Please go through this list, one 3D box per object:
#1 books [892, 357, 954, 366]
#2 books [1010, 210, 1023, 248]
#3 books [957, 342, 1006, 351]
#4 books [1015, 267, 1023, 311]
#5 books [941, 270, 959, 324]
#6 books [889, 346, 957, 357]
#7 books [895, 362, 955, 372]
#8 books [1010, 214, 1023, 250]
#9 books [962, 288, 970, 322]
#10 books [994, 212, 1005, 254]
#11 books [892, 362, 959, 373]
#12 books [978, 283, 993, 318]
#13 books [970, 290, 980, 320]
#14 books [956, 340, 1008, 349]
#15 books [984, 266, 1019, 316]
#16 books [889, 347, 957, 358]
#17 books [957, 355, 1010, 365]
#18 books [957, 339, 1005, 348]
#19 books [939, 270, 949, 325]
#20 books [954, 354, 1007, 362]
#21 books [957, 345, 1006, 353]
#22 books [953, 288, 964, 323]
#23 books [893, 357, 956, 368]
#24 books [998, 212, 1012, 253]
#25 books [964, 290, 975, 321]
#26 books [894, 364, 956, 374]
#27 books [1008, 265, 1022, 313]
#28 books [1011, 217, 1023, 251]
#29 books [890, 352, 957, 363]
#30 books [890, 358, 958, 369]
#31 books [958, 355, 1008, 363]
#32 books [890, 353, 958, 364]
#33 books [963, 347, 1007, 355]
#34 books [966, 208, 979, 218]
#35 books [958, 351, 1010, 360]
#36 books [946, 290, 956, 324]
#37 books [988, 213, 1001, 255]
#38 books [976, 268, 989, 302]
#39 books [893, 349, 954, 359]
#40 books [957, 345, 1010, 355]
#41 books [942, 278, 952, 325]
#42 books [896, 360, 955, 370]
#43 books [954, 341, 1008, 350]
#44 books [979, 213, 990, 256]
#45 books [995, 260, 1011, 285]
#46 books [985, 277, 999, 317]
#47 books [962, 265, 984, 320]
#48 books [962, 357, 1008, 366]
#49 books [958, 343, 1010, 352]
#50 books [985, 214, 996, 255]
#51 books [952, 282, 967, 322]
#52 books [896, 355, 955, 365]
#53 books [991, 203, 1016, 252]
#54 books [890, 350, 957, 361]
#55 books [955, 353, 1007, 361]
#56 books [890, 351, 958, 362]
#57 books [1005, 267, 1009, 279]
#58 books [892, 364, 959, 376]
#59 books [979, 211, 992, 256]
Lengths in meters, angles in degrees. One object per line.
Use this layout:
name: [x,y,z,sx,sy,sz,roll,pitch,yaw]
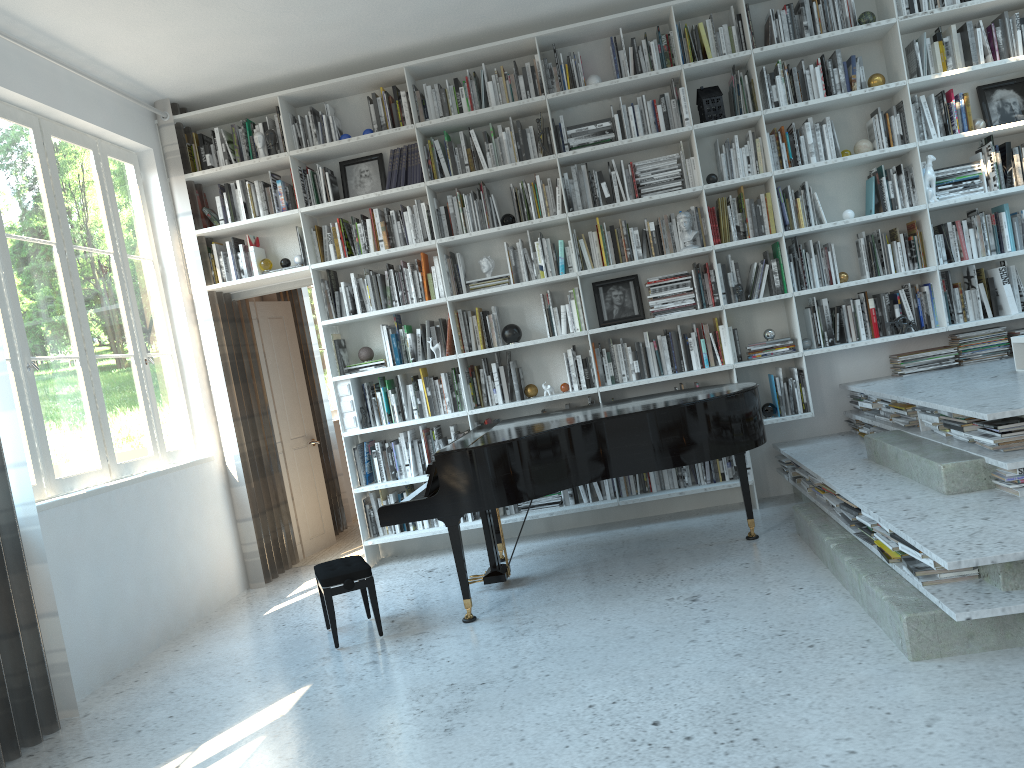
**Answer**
books: [2.548,-0.142,5.501,0.308,0.008,0.195,-10,2,7]
books: [3.085,-0.928,5.375,0.025,0.235,0.181,-10,2,7]
books: [2.870,-0.230,5.453,0.254,0.007,0.160,-10,2,8]
books: [3.079,-0.575,5.403,0.062,0.274,0.148,-10,2,7]
books: [2.695,-0.533,5.465,0.013,0.327,0.130,-10,2,7]
books: [2.539,-0.201,5.493,0.346,0.007,0.193,-10,2,9]
books: [2.551,-0.112,5.492,0.308,0.008,0.195,-10,2,11]
books: [3.057,-0.915,5.388,0.037,0.219,0.139,-10,2,7]
books: [2.760,-0.485,5.451,0.025,0.210,0.137,-10,2,7]
books: [2.943,-0.912,5.404,0.012,0.254,0.160,-10,2,7]
books: [2.552,-0.104,5.489,0.346,0.007,0.193,-10,2,12]
books: [2.863,-0.507,5.427,0.052,0.217,0.184,-10,2,7]
books: [2.815,-0.482,5.438,0.024,0.185,0.149,-10,2,7]
books: [2.868,-0.243,5.456,0.285,0.007,0.159,-10,2,7]
books: [2.953,-0.560,5.374,0.075,0.291,0.255,-10,2,7]
books: [2.541,-0.194,5.494,0.346,0.007,0.193,-10,2,5]
books: [2.883,-0.148,5.460,0.285,0.007,0.159,-10,2,7]
books: [2.864,-0.249,5.455,0.254,0.006,0.160,-10,2,7]
books: [2.633,-0.527,5.460,0.014,0.337,0.131,-10,2,7]
books: [2.881,-0.162,5.459,0.254,0.007,0.160,-10,2,7]
books: [2.872,-0.216,5.454,0.254,0.007,0.160,-10,2,8]
books: [2.722,-0.481,5.455,0.023,0.214,0.163,-10,2,7]
books: [2.548,-0.134,5.489,0.308,0.008,0.195,-10,2,2]
books: [2.959,-0.909,5.377,0.023,0.244,0.189,-10,2,7]
books: [2.789,-0.479,5.448,0.030,0.188,0.139,-10,2,7]
books: [2.553,-0.097,5.493,0.308,0.008,0.195,-10,2,3]
books: [3.034,-0.573,5.398,0.025,0.287,0.160,-10,2,7]
books: [3.024,-0.899,5.377,0.030,0.201,0.189,-10,2,7]
books: [2.546,-0.164,5.495,0.346,0.007,0.193,-10,2,9]
books: [2.550,-0.127,5.497,0.346,0.007,0.193,-10,2,5]
books: [2.881,-0.155,5.450,0.254,0.007,0.160,-10,2,11]
books: [2.547,-0.157,5.492,0.346,0.007,0.193,-10,2,4]
books: [2.874,-0.202,5.448,0.254,0.007,0.160,-10,2,3]
books: [2.828,-0.914,5.406,0.013,0.299,0.147,-10,2,7]
books: [2.877,-0.175,5.449,0.285,0.007,0.159,-10,2,3]
books: [2.683,-0.474,5.471,0.033,0.213,0.140,-10,2,7]
books: [2.903,-0.902,5.384,0.014,0.249,0.177,-10,2,7]
books: [2.888,-0.556,5.443,0.010,0.304,0.131,-10,2,7]
books: [2.542,-0.186,5.494,0.308,0.008,0.195,-10,2,9]
books: [2.873,-0.209,5.447,0.285,0.007,0.159,-10,2,3]
books: [2.652,-0.505,5.462,0.015,0.287,0.138,-10,2,7]
books: [2.550,-0.119,5.497,0.308,0.008,0.195,-10,2,9]
books: [2.869,-0.236,5.454,0.285,0.007,0.159,-10,2,8]
books: [2.841,-0.897,5.388,0.012,0.262,0.186,-10,2,7]
books: [3.015,-0.590,5.422,0.012,0.326,0.136,-10,2,7]
books: [2.911,-0.527,5.423,0.031,0.239,0.171,-10,2,7]
books: [2.820,-0.558,5.429,0.014,0.333,0.168,-10,2,7]
books: [2.884,-0.141,5.453,0.254,0.007,0.160,-10,2,10]
books: [2.870,-0.222,5.445,0.285,0.007,0.159,-10,2,2]
books: [2.886,-0.898,5.406,0.026,0.246,0.165,-10,2,7]
books: [2.736,-0.498,5.441,0.015,0.243,0.156,-10,2,7]
books: [2.548,-0.149,5.488,0.308,0.008,0.195,-10,2,12]
books: [2.979,-0.937,5.377,0.026,0.290,0.181,-10,2,7]
books: [2.543,-0.179,5.494,0.346,0.007,0.193,-10,2,9]
books: [2.879,-0.168,5.456,0.254,0.007,0.160,-10,2,8]
books: [2.544,-0.171,5.486,0.345,0.007,0.193,-10,2,2]
books: [3.006,-0.568,5.419,0.012,0.285,0.159,-10,2,7]
books: [2.555,-0.090,5.493,0.346,0.007,0.193,-10,2,11]
books: [2.865,-0.907,5.405,0.011,0.272,0.152,-10,2,7]
